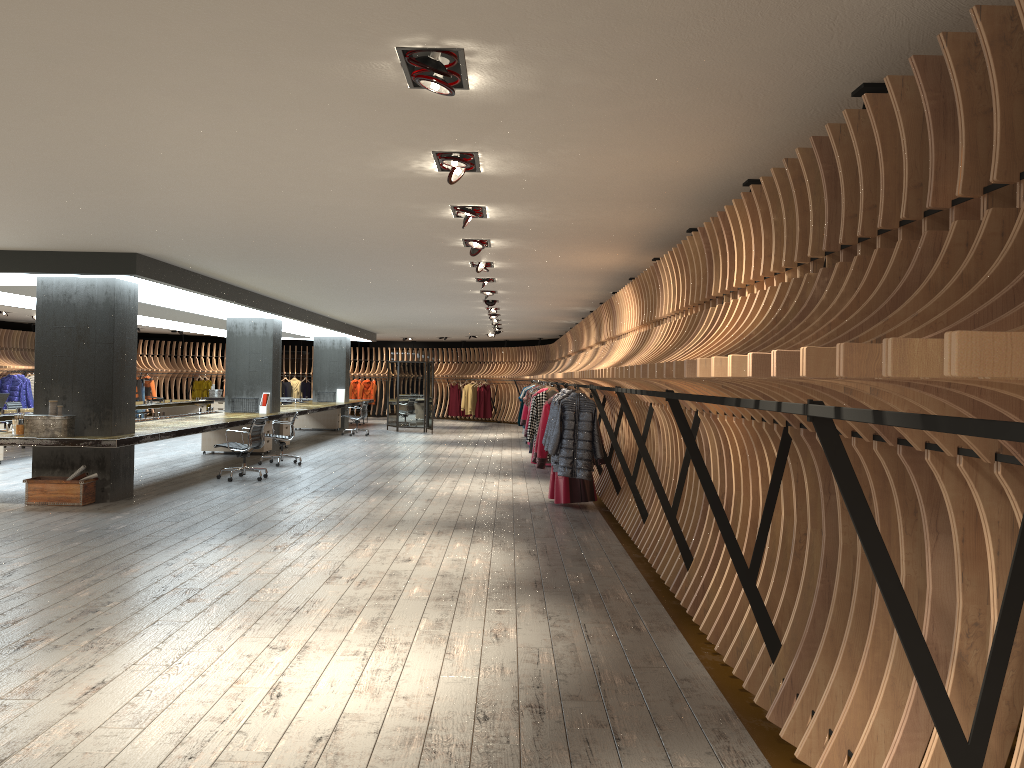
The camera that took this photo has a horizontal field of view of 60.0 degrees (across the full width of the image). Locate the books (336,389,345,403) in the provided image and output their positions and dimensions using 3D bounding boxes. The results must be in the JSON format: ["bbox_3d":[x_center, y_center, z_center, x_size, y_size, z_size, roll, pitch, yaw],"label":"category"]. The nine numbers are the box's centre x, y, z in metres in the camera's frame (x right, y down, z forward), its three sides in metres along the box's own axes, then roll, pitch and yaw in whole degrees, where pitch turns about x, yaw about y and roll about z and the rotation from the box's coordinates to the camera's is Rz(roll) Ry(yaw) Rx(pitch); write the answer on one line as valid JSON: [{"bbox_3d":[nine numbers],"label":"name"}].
[{"bbox_3d":[-4.662,0.321,24.116,0.215,0.368,0.073,1,-1,0],"label":"books"}]

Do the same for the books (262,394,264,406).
[{"bbox_3d":[-4.639,0.364,16.620,0.048,0.368,0.215,1,0,0],"label":"books"}]

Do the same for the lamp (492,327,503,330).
[{"bbox_3d":[-0.377,-1.478,22.864,0.269,0.294,0.492,1,0,0],"label":"lamp"}]

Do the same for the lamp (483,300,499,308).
[{"bbox_3d":[-0.355,-1.430,14.890,0.269,0.291,0.492,1,0,0],"label":"lamp"}]

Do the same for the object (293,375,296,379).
[{"bbox_3d":[-7.679,-0.171,31.312,0.525,0.270,0.012,1,-1,25],"label":"object"}]

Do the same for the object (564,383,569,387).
[{"bbox_3d":[0.668,0.132,10.338,0.523,0.291,0.015,1,-1,10],"label":"object"}]

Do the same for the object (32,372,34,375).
[{"bbox_3d":[-12.558,-0.199,23.346,0.518,0.313,0.012,1,-1,0],"label":"object"}]

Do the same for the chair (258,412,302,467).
[{"bbox_3d":[-3.809,0.890,14.521,0.667,0.859,0.693,1,0,-24],"label":"chair"}]

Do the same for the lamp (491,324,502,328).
[{"bbox_3d":[-0.373,-1.472,21.269,0.269,0.286,0.492,1,0,0],"label":"lamp"}]

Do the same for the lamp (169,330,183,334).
[{"bbox_3d":[-10.526,-1.707,27.891,0.269,0.293,0.492,1,0,32],"label":"lamp"}]

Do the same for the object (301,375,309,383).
[{"bbox_3d":[-7.310,-0.167,31.393,0.012,0.270,0.525,1,0,25],"label":"object"}]

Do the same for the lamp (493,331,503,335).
[{"bbox_3d":[-0.385,-1.490,24.459,0.269,0.291,0.492,1,0,-4],"label":"lamp"}]

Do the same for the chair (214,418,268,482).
[{"bbox_3d":[-3.795,0.904,12.444,0.667,0.859,0.693,1,0,-4],"label":"chair"}]

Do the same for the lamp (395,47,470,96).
[{"bbox_3d":[-0.323,-1.360,3.726,0.269,0.293,0.492,1,0,0],"label":"lamp"}]

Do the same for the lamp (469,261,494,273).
[{"bbox_3d":[-0.341,-1.399,10.106,0.269,0.294,0.492,1,0,0],"label":"lamp"}]

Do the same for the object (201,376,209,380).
[{"bbox_3d":[-10.355,-0.212,29.904,0.525,0.270,0.012,1,-1,30],"label":"object"}]

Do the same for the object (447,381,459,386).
[{"bbox_3d":[-1.963,-0.050,30.129,0.525,0.270,0.012,1,-1,0],"label":"object"}]

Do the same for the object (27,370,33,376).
[{"bbox_3d":[-12.558,-0.198,23.110,0.518,0.313,0.012,1,-1,0],"label":"object"}]

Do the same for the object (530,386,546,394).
[{"bbox_3d":[0.627,0.075,17.702,0.525,0.270,0.012,1,-1,0],"label":"object"}]

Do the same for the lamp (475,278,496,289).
[{"bbox_3d":[-0.346,-1.408,11.700,0.269,0.295,0.492,1,0,0],"label":"lamp"}]

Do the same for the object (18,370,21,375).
[{"bbox_3d":[-12.583,-0.215,22.646,0.525,0.270,0.012,1,-1,0],"label":"object"}]

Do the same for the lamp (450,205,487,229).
[{"bbox_3d":[-0.332,-1.377,6.916,0.269,0.298,0.492,1,0,0],"label":"lamp"}]

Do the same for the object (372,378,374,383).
[{"bbox_3d":[-4.909,-0.117,31.431,0.012,0.270,0.525,1,0,-20],"label":"object"}]

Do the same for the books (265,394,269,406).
[{"bbox_3d":[-4.596,0.365,16.620,0.048,0.368,0.215,1,0,0],"label":"books"}]

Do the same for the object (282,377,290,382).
[{"bbox_3d":[-7.973,-0.175,31.214,0.525,0.270,0.012,1,-1,25],"label":"object"}]

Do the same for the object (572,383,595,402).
[{"bbox_3d":[0.672,0.114,9.118,0.438,0.244,0.010,1,-1,0],"label":"object"}]

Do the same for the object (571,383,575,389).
[{"bbox_3d":[0.672,0.108,9.396,0.439,0.242,0.016,1,-1,25],"label":"object"}]

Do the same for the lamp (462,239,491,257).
[{"bbox_3d":[-0.337,-1.385,8.511,0.269,0.302,0.492,1,0,0],"label":"lamp"}]

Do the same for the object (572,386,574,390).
[{"bbox_3d":[0.642,0.106,9.238,0.440,0.226,0.010,1,-1,25],"label":"object"}]

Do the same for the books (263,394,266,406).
[{"bbox_3d":[-4.618,0.364,16.620,0.048,0.368,0.215,1,0,0],"label":"books"}]

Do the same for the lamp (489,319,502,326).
[{"bbox_3d":[-0.368,-1.455,19.674,0.269,0.301,0.492,1,0,0],"label":"lamp"}]

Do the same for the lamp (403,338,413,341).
[{"bbox_3d":[-3.486,-1.582,29.681,0.493,0.292,0.269,1,0,32],"label":"lamp"}]

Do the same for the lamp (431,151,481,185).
[{"bbox_3d":[-0.327,-1.368,5.321,0.269,0.295,0.492,1,0,0],"label":"lamp"}]

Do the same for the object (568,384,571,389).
[{"bbox_3d":[0.653,0.099,9.928,0.010,0.226,0.440,2,0,-40],"label":"object"}]

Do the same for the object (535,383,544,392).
[{"bbox_3d":[0.617,0.074,17.915,0.525,0.270,0.012,1,0,40],"label":"object"}]

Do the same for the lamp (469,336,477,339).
[{"bbox_3d":[-1.223,-1.524,27.497,0.269,0.292,0.493,1,0,-32],"label":"lamp"}]

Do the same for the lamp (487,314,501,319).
[{"bbox_3d":[-0.364,-1.447,18.080,0.269,0.296,0.492,1,0,0],"label":"lamp"}]

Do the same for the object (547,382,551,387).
[{"bbox_3d":[0.644,0.092,15.426,0.525,0.270,0.012,1,-1,20],"label":"object"}]

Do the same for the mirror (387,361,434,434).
[{"bbox_3d":[-2.693,0.337,23.711,2.112,1.892,0.443,1,0,41],"label":"mirror"}]

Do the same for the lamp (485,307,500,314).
[{"bbox_3d":[-0.359,-1.443,16.485,0.269,0.284,0.492,1,0,0],"label":"lamp"}]

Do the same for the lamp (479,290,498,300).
[{"bbox_3d":[-0.350,-1.418,13.295,0.269,0.294,0.492,1,0,0],"label":"lamp"}]

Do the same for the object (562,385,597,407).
[{"bbox_3d":[0.660,0.110,8.752,0.440,0.226,0.010,1,0,40],"label":"object"}]

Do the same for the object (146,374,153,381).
[{"bbox_3d":[-11.656,-0.231,28.350,0.525,0.270,0.012,1,-1,30],"label":"object"}]

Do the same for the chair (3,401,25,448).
[{"bbox_3d":[-9.248,0.770,16.883,0.667,0.859,0.693,1,0,-9],"label":"chair"}]

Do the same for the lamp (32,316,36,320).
[{"bbox_3d":[-11.607,-1.694,21.736,0.269,0.286,0.492,1,0,0],"label":"lamp"}]

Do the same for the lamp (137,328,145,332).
[{"bbox_3d":[-11.242,-1.711,26.476,0.269,0.296,0.492,1,0,19],"label":"lamp"}]

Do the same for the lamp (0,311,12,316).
[{"bbox_3d":[-11.602,-1.680,20.141,0.269,0.294,0.492,1,0,0],"label":"lamp"}]

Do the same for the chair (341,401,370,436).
[{"bbox_3d":[-3.876,0.843,21.944,0.667,0.859,0.693,1,0,-4],"label":"chair"}]

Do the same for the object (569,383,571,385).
[{"bbox_3d":[0.656,0.100,9.692,0.440,0.226,0.010,1,-1,-10],"label":"object"}]

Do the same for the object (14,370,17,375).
[{"bbox_3d":[-12.566,-0.205,22.467,0.523,0.291,0.012,1,-1,0],"label":"object"}]

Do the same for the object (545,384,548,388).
[{"bbox_3d":[0.609,0.093,15.104,0.525,0.270,0.012,1,-1,30],"label":"object"}]

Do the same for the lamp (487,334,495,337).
[{"bbox_3d":[-0.598,-1.505,26.037,0.269,0.287,0.493,1,0,-20],"label":"lamp"}]

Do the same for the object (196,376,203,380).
[{"bbox_3d":[-10.486,-0.214,29.777,0.525,0.270,0.012,1,-1,30],"label":"object"}]

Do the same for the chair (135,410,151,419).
[{"bbox_3d":[-9.240,0.740,21.739,0.667,0.859,0.693,1,0,-14],"label":"chair"}]

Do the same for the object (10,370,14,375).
[{"bbox_3d":[-12.599,-0.200,22.326,0.523,0.292,0.012,1,-1,0],"label":"object"}]

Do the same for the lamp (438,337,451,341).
[{"bbox_3d":[-2.209,-1.550,28.739,0.493,0.294,0.269,1,0,45],"label":"lamp"}]

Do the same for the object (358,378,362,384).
[{"bbox_3d":[-5.384,-0.127,31.507,0.012,0.270,0.525,1,0,5],"label":"object"}]
